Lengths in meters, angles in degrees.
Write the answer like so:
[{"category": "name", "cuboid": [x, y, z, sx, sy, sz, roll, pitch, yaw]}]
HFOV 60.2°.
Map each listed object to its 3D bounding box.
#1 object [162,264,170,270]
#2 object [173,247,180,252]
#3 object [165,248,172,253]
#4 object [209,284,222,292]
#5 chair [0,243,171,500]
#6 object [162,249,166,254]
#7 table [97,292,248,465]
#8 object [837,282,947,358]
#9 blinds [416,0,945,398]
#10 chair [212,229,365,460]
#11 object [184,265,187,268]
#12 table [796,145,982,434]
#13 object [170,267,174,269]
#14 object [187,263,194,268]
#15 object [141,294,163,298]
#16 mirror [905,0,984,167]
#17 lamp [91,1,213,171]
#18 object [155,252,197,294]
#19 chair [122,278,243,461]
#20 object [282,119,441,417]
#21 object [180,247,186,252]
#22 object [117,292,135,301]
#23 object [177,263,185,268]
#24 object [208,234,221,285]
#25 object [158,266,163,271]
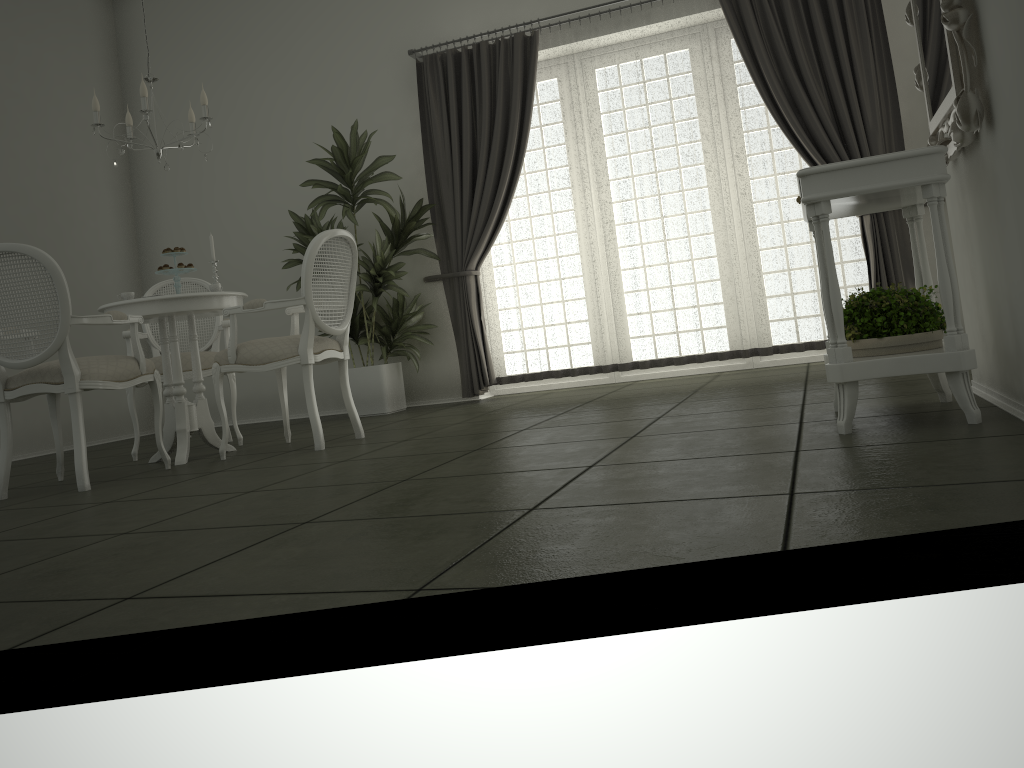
[{"category": "object", "cuboid": [-1.798, -0.607, 4.589, 0.039, 0.032, 0.039, -7, 1, -15]}, {"category": "object", "cuboid": [-1.759, -0.703, 4.632, 0.039, 0.032, 0.039, -7, 1, 25]}, {"category": "object", "cuboid": [-1.799, -0.698, 4.624, 0.039, 0.032, 0.039, -7, 1, 40]}, {"category": "object", "cuboid": [-1.543, -0.494, 4.616, 0.078, 0.049, 0.062, -8, 1, -38]}, {"category": "chair", "cuboid": [-2.009, -0.071, 3.937, 0.594, 1.068, 0.690, -7, -1, 10]}, {"category": "object", "cuboid": [-1.825, -0.696, 4.655, 0.039, 0.032, 0.039, -8, 1, -40]}, {"category": "table", "cuboid": [-1.720, -0.023, 4.615, 0.737, 0.833, 0.741, -7, 0, 16]}, {"category": "object", "cuboid": [1.222, -0.221, 2.886, 0.373, 0.232, 0.347, -7, 1, 15]}, {"category": "blinds", "cuboid": [0.986, -1.328, 6.195, 3.645, 2.614, 0.660, -7, -2, 19]}, {"category": "chair", "cuboid": [-1.095, -0.210, 4.482, 0.687, 1.068, 0.596, -7, -1, 20]}, {"category": "object", "cuboid": [-1.751, -0.619, 4.728, 0.039, 0.032, 0.039, -7, 1, -30]}, {"category": "table", "cuboid": [1.204, -0.294, 2.892, 0.431, 0.808, 0.699, -8, -1, 19]}, {"category": "object", "cuboid": [-1.822, -0.610, 4.714, 0.039, 0.032, 0.039, -7, 1, -20]}, {"category": "object", "cuboid": [-1.703, -0.623, 4.673, 0.039, 0.032, 0.040, -7, 1, 40]}, {"category": "object", "cuboid": [-1.773, -0.431, 4.398, 0.118, 0.016, 0.119, -7, 3, 9]}, {"category": "mirror", "cuboid": [1.347, -1.337, 2.856, 0.081, 1.213, 0.839, -8, -1, 19]}, {"category": "lamp", "cuboid": [-2.002, -2.381, 4.719, 0.593, 2.448, 0.591, -7, -2, -3]}, {"category": "object", "cuboid": [-1.768, -0.563, 4.656, 0.212, 0.249, 0.209, -7, -1, -38]}, {"category": "chair", "cuboid": [-1.962, -0.139, 5.277, 0.597, 1.068, 0.686, -7, -1, -15]}, {"category": "object", "cuboid": [-1.141, -0.820, 6.474, 1.154, 2.104, 1.043, -8, -2, 37]}, {"category": "object", "cuboid": [-1.745, -0.707, 4.671, 0.039, 0.032, 0.039, -7, 1, -25]}, {"category": "object", "cuboid": [-1.926, -0.432, 4.416, 0.062, 0.049, 0.078, -7, 1, 29]}, {"category": "object", "cuboid": [-1.727, -0.617, 4.604, 0.039, 0.032, 0.039, -7, 1, -20]}, {"category": "object", "cuboid": [-1.616, -0.646, 4.790, 0.088, 0.366, 0.087, -7, -2, -3]}, {"category": "object", "cuboid": [-1.846, -0.604, 4.644, 0.039, 0.032, 0.039, -7, 1, -20]}]
